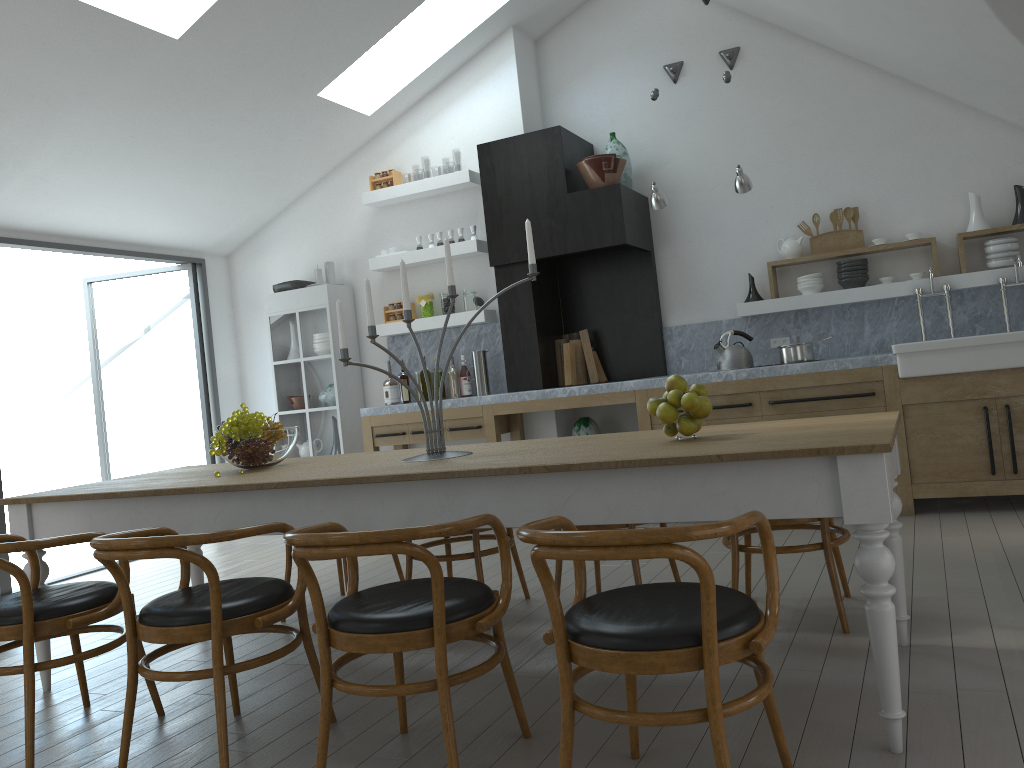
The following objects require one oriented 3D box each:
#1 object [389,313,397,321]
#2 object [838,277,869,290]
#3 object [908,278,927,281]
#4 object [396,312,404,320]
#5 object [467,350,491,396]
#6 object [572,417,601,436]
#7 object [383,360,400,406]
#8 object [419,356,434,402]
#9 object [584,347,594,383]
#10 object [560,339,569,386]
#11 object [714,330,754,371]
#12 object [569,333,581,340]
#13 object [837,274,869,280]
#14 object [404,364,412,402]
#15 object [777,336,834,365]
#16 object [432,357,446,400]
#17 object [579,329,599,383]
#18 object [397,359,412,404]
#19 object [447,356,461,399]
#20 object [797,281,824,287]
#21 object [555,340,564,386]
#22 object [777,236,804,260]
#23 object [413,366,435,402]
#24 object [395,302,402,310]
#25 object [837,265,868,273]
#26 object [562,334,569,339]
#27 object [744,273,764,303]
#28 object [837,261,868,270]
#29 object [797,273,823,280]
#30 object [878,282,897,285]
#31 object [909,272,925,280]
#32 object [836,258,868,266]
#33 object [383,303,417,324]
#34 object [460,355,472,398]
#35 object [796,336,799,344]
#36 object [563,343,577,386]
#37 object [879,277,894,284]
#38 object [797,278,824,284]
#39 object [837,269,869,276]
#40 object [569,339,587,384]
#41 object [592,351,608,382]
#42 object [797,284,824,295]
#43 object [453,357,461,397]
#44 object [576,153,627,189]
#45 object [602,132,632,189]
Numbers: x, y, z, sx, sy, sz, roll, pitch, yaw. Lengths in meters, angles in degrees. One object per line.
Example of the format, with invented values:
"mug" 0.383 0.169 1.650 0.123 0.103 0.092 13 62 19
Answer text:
"object" -0.969 -0.539 7.211 0.058 0.075 0.058 -5 -1 -42
"object" 2.366 -0.692 6.136 0.205 0.072 0.206 -6 0 12
"object" 2.742 -0.699 5.986 0.163 0.012 0.164 -6 0 42
"object" -0.909 -0.545 7.183 0.058 0.075 0.058 -5 -1 -42
"object" -0.249 -0.081 6.761 0.164 0.340 0.114 -7 -1 28
"object" 0.581 0.501 6.773 0.231 0.499 0.230 -6 -1 -24
"object" -0.969 -0.008 7.047 0.085 0.360 0.088 -5 -2 -43
"object" -0.663 -0.036 6.815 0.093 0.359 0.092 -6 -2 -21
"object" 0.602 -0.135 6.944 0.105 0.296 0.110 -6 -1 0
"object" 0.419 -0.164 6.839 0.068 0.367 0.131 -7 -2 39
"object" 1.500 -0.231 6.003 0.246 0.268 0.246 -7 -1 35
"object" 0.513 -0.173 6.981 0.089 0.459 0.110 -7 -2 25
"object" 2.363 -0.719 6.137 0.205 0.086 0.205 -6 0 -28
"object" -0.859 -0.005 7.097 0.085 0.331 0.085 -7 -2 33
"object" 1.942 -0.213 5.805 0.394 0.170 0.232 -6 0 5
"object" -0.572 -0.042 6.892 0.091 0.339 0.092 -7 -2 43
"object" 0.606 -0.213 6.832 0.078 0.427 0.147 -5 -2 -30
"object" -0.842 -0.013 6.895 0.093 0.359 0.092 -5 -2 -31
"object" -0.450 -0.049 6.814 0.085 0.331 0.085 -7 -2 33
"object" 2.108 -0.683 6.256 0.181 0.065 0.181 -6 0 -28
"object" 0.373 -0.165 6.876 0.057 0.359 0.075 -7 -2 39
"object" 1.993 -0.969 6.334 0.168 0.169 0.174 -6 -1 8
"object" -0.681 -0.006 7.018 0.184 0.286 0.184 -5 -1 -41
"object" -0.918 -0.631 7.185 0.058 0.075 0.058 -5 -1 -42
"object" 2.360 -0.768 6.137 0.205 0.072 0.206 -6 0 12
"object" 0.450 -0.179 7.020 0.067 0.425 0.088 -7 -2 39
"object" 1.748 -0.702 6.443 0.156 0.218 0.156 -6 -1 6
"object" 2.362 -0.794 6.139 0.206 0.084 0.205 -6 0 -38
"object" 2.106 -0.735 6.255 0.181 0.076 0.180 -6 0 -28
"object" 2.569 -0.681 6.067 0.163 0.012 0.164 -6 0 42
"object" 2.740 -0.723 5.987 0.098 0.049 0.098 -6 0 22
"object" 2.358 -0.822 6.143 0.205 0.080 0.205 -6 0 27
"object" -0.910 -0.569 7.182 0.237 0.146 0.120 -6 -1 25
"object" -0.365 -0.060 6.882 0.081 0.330 0.081 -5 -2 -38
"object" 1.881 -0.233 5.870 0.051 0.167 0.236 -7 -1 20
"object" 0.440 -0.148 6.747 0.081 0.336 0.148 -7 -1 15
"object" 2.566 -0.704 6.068 0.098 0.049 0.098 -6 0 22
"object" 2.108 -0.707 6.255 0.181 0.069 0.181 -6 0 42
"object" 2.360 -0.746 6.131 0.205 0.086 0.205 -6 0 -23
"object" 0.504 -0.160 6.848 0.072 0.367 0.130 -8 -2 43
"object" 0.668 -0.132 6.892 0.113 0.252 0.057 -7 -2 28
"object" 2.111 -0.661 6.255 0.181 0.064 0.181 -6 0 -43
"object" -0.455 -0.051 6.941 0.085 0.331 0.085 -7 -2 33
"object" 0.654 -1.514 6.459 0.347 0.237 0.367 -7 0 42
"object" 0.793 -1.665 6.753 0.231 0.504 0.230 -6 -1 -24
